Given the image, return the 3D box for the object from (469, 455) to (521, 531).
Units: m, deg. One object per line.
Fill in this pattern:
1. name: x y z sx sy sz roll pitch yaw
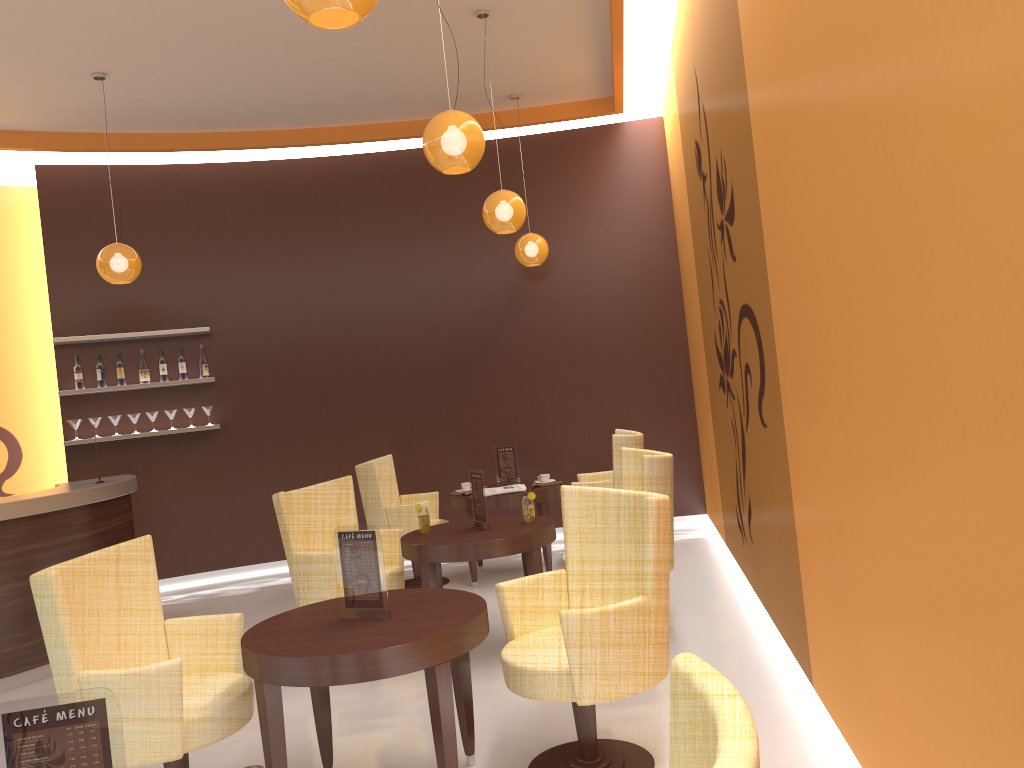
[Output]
1. object: -0.100 0.643 5.944 0.187 0.335 2.090 -6 0 4

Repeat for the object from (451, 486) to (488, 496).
1. object: -0.371 0.836 6.895 0.239 0.021 0.464 -6 0 21

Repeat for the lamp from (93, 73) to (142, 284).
1. lamp: -2.880 -1.470 6.354 0.299 1.500 0.299 -6 0 25

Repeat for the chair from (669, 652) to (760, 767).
1. chair: 0.010 0.944 1.140 0.685 1.017 0.729 -6 0 39

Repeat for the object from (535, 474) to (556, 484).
1. object: 0.259 0.738 6.891 0.153 0.069 0.153 -6 0 -9

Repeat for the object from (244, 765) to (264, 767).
1. object: -0.452 0.751 1.553 0.067 0.148 0.067 -6 0 31

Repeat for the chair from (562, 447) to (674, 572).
1. chair: 0.617 0.900 5.025 0.685 1.017 0.729 -6 0 -5

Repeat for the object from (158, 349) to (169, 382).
1. object: -3.079 -0.160 7.822 0.073 0.297 0.073 -7 0 45

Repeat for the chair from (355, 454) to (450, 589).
1. chair: -0.831 1.068 6.926 0.685 1.017 0.729 -6 0 4

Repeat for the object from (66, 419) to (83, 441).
1. object: -3.705 0.390 7.534 0.137 0.174 0.137 -6 0 -28

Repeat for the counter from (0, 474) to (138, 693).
1. counter: -3.679 1.328 5.532 2.917 1.100 1.586 -6 0 -38

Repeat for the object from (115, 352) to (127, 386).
1. object: -3.398 -0.126 7.695 0.073 0.297 0.073 -6 0 5

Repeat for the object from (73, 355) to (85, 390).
1. object: -3.691 -0.095 7.553 0.073 0.297 0.073 -7 0 45

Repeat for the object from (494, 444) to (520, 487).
1. object: -0.039 0.642 6.939 0.209 0.335 0.042 -6 0 30

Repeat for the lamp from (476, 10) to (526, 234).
1. lamp: -0.119 -1.772 6.005 0.299 1.500 0.299 -6 0 -40

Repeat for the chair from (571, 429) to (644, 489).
1. chair: 0.751 0.897 7.062 0.685 1.017 0.729 -6 0 7

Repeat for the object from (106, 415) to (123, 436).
1. object: -3.425 0.361 7.665 0.137 0.174 0.137 -6 0 -18

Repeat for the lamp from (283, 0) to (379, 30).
1. lamp: -0.567 -1.744 2.433 0.299 1.500 0.299 -6 0 7

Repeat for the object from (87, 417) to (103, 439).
1. object: -3.565 0.376 7.599 0.137 0.174 0.137 -6 0 -28

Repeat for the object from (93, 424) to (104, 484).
1. object: -2.938 0.491 6.278 0.052 0.414 0.258 -6 0 -24

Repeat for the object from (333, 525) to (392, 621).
1. object: -0.543 0.676 3.181 0.209 0.335 0.042 -6 0 25

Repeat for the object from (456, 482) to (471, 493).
1. object: -0.355 0.805 6.896 0.153 0.069 0.153 -6 0 34

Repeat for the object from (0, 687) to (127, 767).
1. object: -0.755 0.689 1.492 0.209 0.335 0.042 -6 0 -10

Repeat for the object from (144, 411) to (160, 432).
1. object: -3.149 0.333 7.781 0.137 0.174 0.137 -6 0 -18

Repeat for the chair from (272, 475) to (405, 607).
1. chair: -0.969 1.073 5.141 0.685 1.017 0.729 -6 0 24

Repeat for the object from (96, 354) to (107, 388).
1. object: -3.538 -0.111 7.628 0.073 0.297 0.073 -7 0 45

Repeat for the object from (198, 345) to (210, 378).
1. object: -2.765 -0.199 7.933 0.086 0.303 0.086 -6 0 21

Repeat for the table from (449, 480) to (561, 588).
1. table: -0.021 1.150 6.901 0.872 0.679 0.874 -7 0 44

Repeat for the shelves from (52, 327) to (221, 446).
1. shelves: -4.648 0.157 6.734 4.744 0.902 0.586 -6 0 -36

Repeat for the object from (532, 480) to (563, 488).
1. object: 0.279 0.765 6.883 0.239 0.021 0.464 -6 0 3

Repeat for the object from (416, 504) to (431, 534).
1. object: -0.502 0.764 5.028 0.072 0.171 0.067 -6 0 -10

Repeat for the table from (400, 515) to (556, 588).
1. table: -0.156 1.154 4.992 0.872 0.679 0.874 -6 0 39

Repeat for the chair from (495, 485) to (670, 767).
1. chair: 0.288 0.926 3.347 0.685 1.017 0.729 -6 0 -25

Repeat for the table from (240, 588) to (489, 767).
1. table: -0.487 1.180 3.188 0.872 0.679 0.874 -7 0 44

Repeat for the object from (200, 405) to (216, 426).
1. object: -2.714 0.286 7.940 0.137 0.174 0.137 -6 0 -18

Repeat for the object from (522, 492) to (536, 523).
1. object: 0.094 0.699 5.018 0.072 0.171 0.067 -6 0 -35

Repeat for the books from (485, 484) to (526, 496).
1. books: -0.081 0.796 6.643 0.367 0.035 0.345 -6 0 -3

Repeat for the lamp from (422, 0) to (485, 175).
1. lamp: -0.343 -1.758 4.219 0.299 1.500 0.299 -6 0 32

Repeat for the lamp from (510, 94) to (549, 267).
1. lamp: 0.106 -1.787 7.791 0.299 1.500 0.299 -6 0 7

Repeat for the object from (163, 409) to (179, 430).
1. object: -3.006 0.318 7.835 0.137 0.174 0.137 -6 0 -18

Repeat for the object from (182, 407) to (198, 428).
1. object: -2.859 0.302 7.887 0.137 0.174 0.137 -6 0 32

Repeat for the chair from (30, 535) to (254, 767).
1. chair: -1.297 1.098 3.213 0.685 1.017 0.729 -6 0 4

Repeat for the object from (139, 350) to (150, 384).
1. object: -3.230 -0.149 7.772 0.086 0.303 0.086 -6 0 -9

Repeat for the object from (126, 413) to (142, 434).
1. object: -3.283 0.347 7.722 0.137 0.174 0.137 -6 0 -18

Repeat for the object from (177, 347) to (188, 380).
1. object: -2.931 -0.176 7.877 0.073 0.297 0.073 -6 0 -45
